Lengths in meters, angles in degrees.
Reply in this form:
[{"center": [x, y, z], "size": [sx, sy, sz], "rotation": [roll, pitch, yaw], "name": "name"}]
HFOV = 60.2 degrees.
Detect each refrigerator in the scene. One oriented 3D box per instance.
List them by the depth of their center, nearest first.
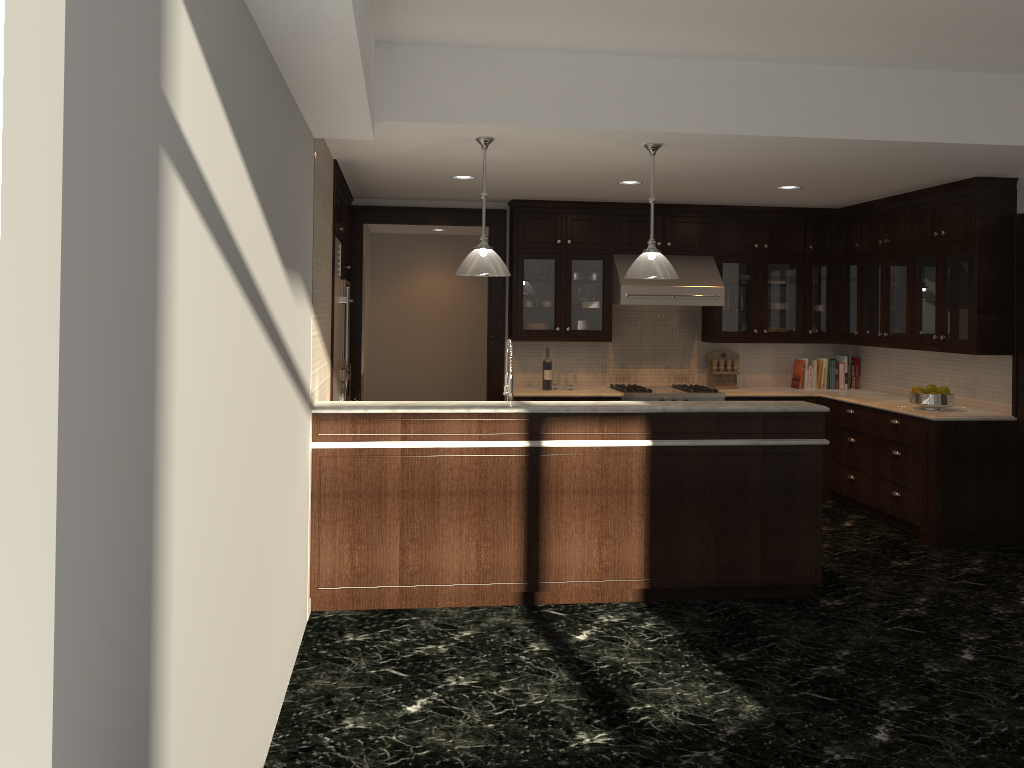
[{"center": [-1.562, -0.003, 6.405], "size": [0.687, 2.123, 0.890], "rotation": [1, 0, -7], "name": "refrigerator"}]

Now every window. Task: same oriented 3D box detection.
[{"center": [0.610, -0.151, 1.026], "size": [2.310, 2.204, 0.152], "rotation": [0, -1, -8], "name": "window"}]

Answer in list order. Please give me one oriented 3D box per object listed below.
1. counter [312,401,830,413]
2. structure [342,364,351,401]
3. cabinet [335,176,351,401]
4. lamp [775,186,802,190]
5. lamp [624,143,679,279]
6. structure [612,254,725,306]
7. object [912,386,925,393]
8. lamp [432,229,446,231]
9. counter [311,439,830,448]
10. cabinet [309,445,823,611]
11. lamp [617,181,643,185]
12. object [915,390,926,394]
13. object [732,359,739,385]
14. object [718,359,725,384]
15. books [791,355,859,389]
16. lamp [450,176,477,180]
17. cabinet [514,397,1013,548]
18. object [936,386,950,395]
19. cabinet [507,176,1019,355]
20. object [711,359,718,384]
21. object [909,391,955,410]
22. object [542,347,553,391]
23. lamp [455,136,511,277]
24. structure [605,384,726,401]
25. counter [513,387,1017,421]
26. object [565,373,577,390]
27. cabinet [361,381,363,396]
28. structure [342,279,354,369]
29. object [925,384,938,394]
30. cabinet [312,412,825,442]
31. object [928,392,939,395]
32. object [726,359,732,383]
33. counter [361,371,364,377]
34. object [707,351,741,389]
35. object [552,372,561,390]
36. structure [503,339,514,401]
[{"center": [0.350, 0.127, 4.943], "size": [2.853, 0.032, 0.329], "rotation": [0, 5, -7], "name": "counter"}, {"center": [-1.677, 0.051, 7.278], "size": [0.665, 0.389, 0.765], "rotation": [0, 4, -7], "name": "structure"}, {"center": [-1.606, -0.284, 6.818], "size": [0.756, 2.423, 1.845], "rotation": [1, 1, -7], "name": "cabinet"}, {"center": [2.149, -1.590, 6.861], "size": [0.198, 0.137, 0.198], "rotation": [2, 3, 28], "name": "lamp"}, {"center": [0.817, -1.007, 5.147], "size": [0.317, 0.784, 0.317], "rotation": [1, 0, 7], "name": "lamp"}, {"center": [1.366, -0.946, 7.951], "size": [0.930, 0.478, 0.641], "rotation": [0, 3, -7], "name": "structure"}, {"center": [3.080, 0.066, 6.695], "size": [0.093, 0.098, 0.091], "rotation": [-1, 2, -40], "name": "object"}, {"center": [-0.906, -1.967, 10.913], "size": [0.197, 0.137, 0.198], "rotation": [-1, 4, -32], "name": "lamp"}, {"center": [0.295, 0.280, 5.301], "size": [2.867, 0.032, 1.057], "rotation": [0, 5, -7], "name": "counter"}, {"center": [0.293, 0.722, 5.300], "size": [2.846, 0.914, 1.028], "rotation": [0, 2, -7], "name": "cabinet"}, {"center": [0.895, -1.592, 6.704], "size": [0.198, 0.137, 0.198], "rotation": [-2, 4, -42], "name": "lamp"}, {"center": [3.064, 0.091, 6.621], "size": [0.100, 0.097, 0.091], "rotation": [1, 2, 11], "name": "object"}, {"center": [2.089, -0.116, 8.246], "size": [0.061, 0.237, 0.061], "rotation": [1, 0, -43], "name": "object"}, {"center": [1.952, -0.116, 8.228], "size": [0.061, 0.237, 0.061], "rotation": [1, 0, -37], "name": "object"}, {"center": [2.959, -0.113, 8.359], "size": [0.603, 0.312, 0.194], "rotation": [0, 1, -8], "name": "books"}, {"center": [-0.359, -1.594, 6.546], "size": [0.197, 0.137, 0.198], "rotation": [1, 3, -2], "name": "lamp"}, {"center": [1.740, 0.601, 7.140], "size": [3.366, 0.881, 2.322], "rotation": [0, 4, -7], "name": "cabinet"}, {"center": [3.189, 0.062, 6.533], "size": [0.091, 0.098, 0.093], "rotation": [-1, 2, -36], "name": "object"}, {"center": [1.761, -0.931, 7.162], "size": [3.365, 1.255, 2.313], "rotation": [0, 4, -7], "name": "cabinet"}, {"center": [1.886, -0.121, 8.219], "size": [0.061, 0.229, 0.061], "rotation": [1, 0, -25], "name": "object"}, {"center": [3.150, 0.127, 6.625], "size": [0.318, 0.122, 0.319], "rotation": [0, 4, -13], "name": "object"}, {"center": [0.313, -0.134, 7.804], "size": [0.094, 0.378, 0.095], "rotation": [1, 0, 8], "name": "object"}, {"center": [-0.160, -1.009, 5.024], "size": [0.317, 0.784, 0.317], "rotation": [1, 0, 7], "name": "lamp"}, {"center": [1.352, 0.445, 7.910], "size": [0.905, 0.838, 0.720], "rotation": [0, 2, -7], "name": "structure"}, {"center": [1.746, 0.144, 7.145], "size": [3.366, 0.032, 2.322], "rotation": [0, 5, -7], "name": "counter"}, {"center": [0.524, -0.021, 7.844], "size": [0.112, 0.151, 0.112], "rotation": [0, 1, -15], "name": "object"}, {"center": [-1.577, 0.342, 8.953], "size": [0.057, 0.746, 1.796], "rotation": [1, 4, -7], "name": "cabinet"}, {"center": [-1.625, -0.505, 7.290], "size": [0.613, 0.701, 0.759], "rotation": [0, 2, -7], "name": "structure"}, {"center": [3.143, 0.052, 6.609], "size": [0.091, 0.100, 0.096], "rotation": [0, 2, -30], "name": "object"}, {"center": [0.338, 0.219, 4.942], "size": [2.835, 0.153, 0.293], "rotation": [0, 4, -7], "name": "cabinet"}, {"center": [3.124, 0.108, 6.539], "size": [0.091, 0.097, 0.092], "rotation": [1, 2, 22], "name": "object"}, {"center": [2.023, -0.122, 8.237], "size": [0.061, 0.226, 0.061], "rotation": [1, 0, -37], "name": "object"}, {"center": [-1.897, -0.050, 8.916], "size": [0.708, 0.032, 1.861], "rotation": [0, 5, -7], "name": "counter"}, {"center": [1.987, -0.136, 8.243], "size": [0.316, 0.350, 0.110], "rotation": [0, 0, -7], "name": "object"}, {"center": [0.387, -0.029, 7.915], "size": [0.112, 0.151, 0.112], "rotation": [0, 1, -15], "name": "object"}, {"center": [-0.021, -0.004, 5.301], "size": [0.051, 0.531, 0.243], "rotation": [1, 0, -8], "name": "structure"}]
